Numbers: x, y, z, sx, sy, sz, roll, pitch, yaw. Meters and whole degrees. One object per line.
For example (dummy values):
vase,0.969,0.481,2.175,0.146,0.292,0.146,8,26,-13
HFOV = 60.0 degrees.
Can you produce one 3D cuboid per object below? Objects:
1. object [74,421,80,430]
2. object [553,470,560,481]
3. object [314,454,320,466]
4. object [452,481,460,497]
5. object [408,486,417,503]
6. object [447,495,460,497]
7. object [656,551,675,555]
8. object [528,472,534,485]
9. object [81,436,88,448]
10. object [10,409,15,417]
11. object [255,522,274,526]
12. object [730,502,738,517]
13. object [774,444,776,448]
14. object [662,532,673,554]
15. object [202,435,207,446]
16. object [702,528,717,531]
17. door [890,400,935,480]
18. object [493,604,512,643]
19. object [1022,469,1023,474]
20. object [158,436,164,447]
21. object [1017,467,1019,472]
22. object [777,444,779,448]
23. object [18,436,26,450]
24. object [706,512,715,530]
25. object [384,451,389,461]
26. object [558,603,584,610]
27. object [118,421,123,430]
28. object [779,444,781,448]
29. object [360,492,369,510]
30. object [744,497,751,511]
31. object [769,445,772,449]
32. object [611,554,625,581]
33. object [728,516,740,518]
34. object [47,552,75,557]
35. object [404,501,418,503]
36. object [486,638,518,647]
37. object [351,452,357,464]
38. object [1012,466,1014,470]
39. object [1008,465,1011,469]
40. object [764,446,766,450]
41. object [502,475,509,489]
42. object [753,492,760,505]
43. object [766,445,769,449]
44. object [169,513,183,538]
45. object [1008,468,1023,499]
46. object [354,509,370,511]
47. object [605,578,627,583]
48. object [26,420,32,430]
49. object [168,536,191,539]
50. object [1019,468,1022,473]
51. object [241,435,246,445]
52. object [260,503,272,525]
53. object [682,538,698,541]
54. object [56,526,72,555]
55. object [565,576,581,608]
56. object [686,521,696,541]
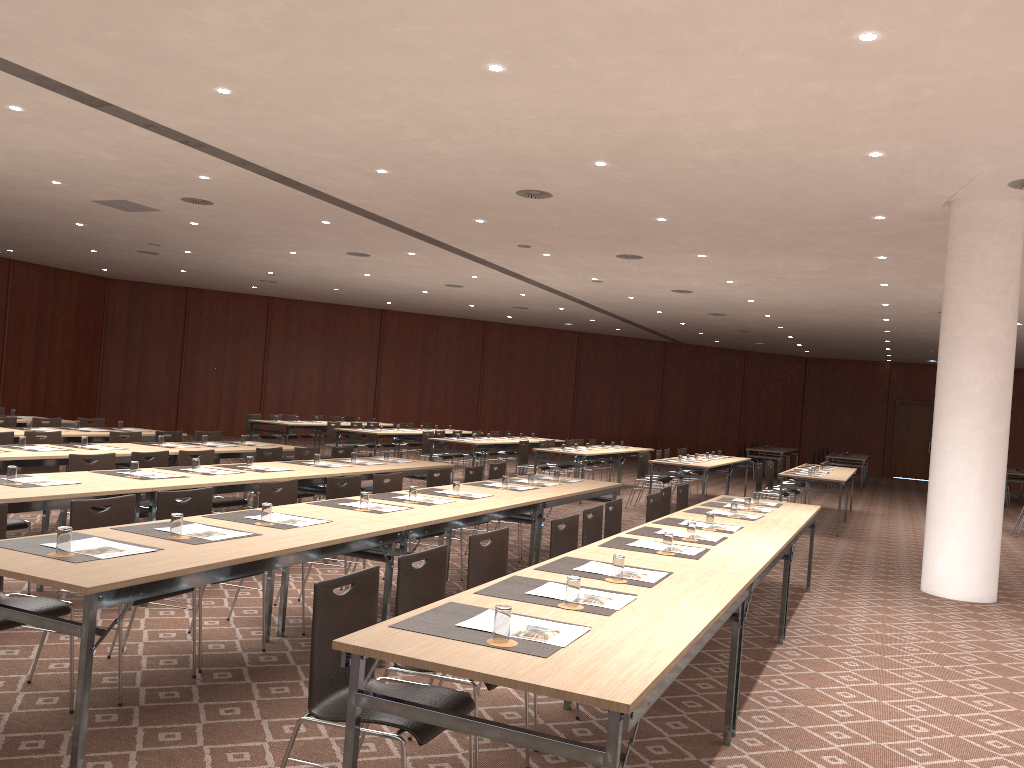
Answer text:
object,-5.305,0.506,10.818,0.054,0.114,0.054,5,-1,-33
object,0.452,0.930,9.021,0.054,0.114,0.054,5,-1,-10
object,-1.897,0.736,8.626,0.054,0.114,0.054,5,-1,-33
object,-0.437,0.821,6.946,0.054,0.114,0.054,5,-1,-33
object,-0.709,0.789,6.344,0.054,0.114,0.054,5,-1,-33
object,-0.456,0.877,6.936,0.102,0.001,0.102,4,-1,12
object,0.858,0.945,4.950,0.102,0.001,0.102,5,-1,-10
object,0.182,0.898,8.423,0.054,0.114,0.054,5,-1,-33
object,-4.109,0.559,8.520,0.054,0.114,0.054,5,-1,-33
object,-6.871,0.408,12.208,0.054,0.114,0.054,5,-1,-10
object,-1.358,0.767,4.857,0.102,0.001,0.102,4,-1,12
object,1.760,0.997,7.035,0.054,0.114,0.054,5,-1,-10
object,7.637,1.810,25.715,0.054,0.114,0.054,5,-1,-33
object,0.871,0.888,4.959,0.054,0.114,0.054,5,-1,-10
object,-3.474,0.637,10.019,0.054,0.114,0.054,5,-1,-33
object,1.364,1.007,6.135,0.102,0.001,0.102,5,-1,-10
door,14.327,1.968,30.269,2.422,2.699,0.200,4,-1,23
object,-0.032,0.778,2.880,0.054,0.114,0.054,5,-1,-10
object,12.260,2.094,21.244,0.054,0.114,0.054,5,-1,-33
object,-3.723,0.606,9.407,0.054,0.114,0.054,5,-1,-33
object,12.784,2.158,22.422,0.054,0.114,0.054,5,-1,-33
object,7.886,1.841,26.307,0.054,0.114,0.054,5,-1,-33
object,-4.378,0.526,7.926,0.054,0.114,0.054,5,-1,-33
object,1.375,0.950,6.151,0.054,0.114,0.054,5,-1,-10
object,-1.391,0.799,9.824,0.054,0.114,0.054,5,-1,-10
object,0.229,0.867,3.457,0.102,0.001,0.102,5,-1,-10
object,-5.039,0.538,11.413,0.054,0.114,0.054,5,-1,-10
object,8.141,1.872,26.913,0.054,0.114,0.054,5,-1,-33
object,-0.956,0.758,5.743,0.054,0.114,0.054,5,-1,-33
object,2.028,1.030,7.635,0.054,0.114,0.054,5,-1,-10
object,7.240,1.762,24.827,0.054,0.114,0.054,5,-1,-10
object,0.487,0.841,4.067,0.054,0.114,0.054,5,-1,-33
object,1.759,1.055,7.022,0.102,0.001,0.102,5,-1,-10
object,-1.863,0.705,3.662,0.102,0.001,0.102,4,-1,35
object,-0.723,0.845,6.336,0.102,0.001,0.102,4,-1,12
object,-0.032,0.836,2.866,0.102,0.001,0.102,5,-1,-10
object,-1.644,0.767,9.216,0.054,0.114,0.054,5,-1,-33
object,13.170,2.205,23.316,0.054,0.114,0.054,5,-1,-10
object,13.418,2.236,23.905,0.054,0.114,0.054,5,-1,-10
object,6.742,1.700,23.632,0.054,0.114,0.054,5,-1,-10
object,-0.060,0.868,7.836,0.054,0.114,0.054,5,-1,-33
object,2.272,1.060,8.239,0.054,0.114,0.054,5,-1,-10
object,6.980,1.730,24.229,0.054,0.114,0.054,5,-1,-10
object,-1.610,0.678,4.255,0.054,0.114,0.054,5,-1,-33
object,13.482,2.722,24.041,0.953,0.833,2.268,4,-1,23
object,-0.967,0.814,5.732,0.102,0.001,0.102,4,-1,12
object,0.475,0.898,4.049,0.102,0.001,0.102,5,-1,-10
object,-5.557,0.475,10.208,0.054,0.114,0.054,5,-1,-33
object,-1.598,0.737,4.260,0.102,0.001,0.102,4,-1,12
object,12.513,2.126,21.836,0.054,0.114,0.054,5,-1,-33
object,-3.215,0.669,10.617,0.054,0.114,0.054,5,-1,-10
object,-1.345,0.711,4.858,0.054,0.114,0.054,5,-1,-33
object,1.114,0.976,5.556,0.102,0.001,0.102,5,-1,-10
object,-1.854,0.648,3.671,0.054,0.114,0.054,5,-1,-10
object,0.238,0.810,3.466,0.054,0.114,0.054,5,-1,-33
object,1.120,0.919,5.548,0.054,0.114,0.054,5,-1,-10
